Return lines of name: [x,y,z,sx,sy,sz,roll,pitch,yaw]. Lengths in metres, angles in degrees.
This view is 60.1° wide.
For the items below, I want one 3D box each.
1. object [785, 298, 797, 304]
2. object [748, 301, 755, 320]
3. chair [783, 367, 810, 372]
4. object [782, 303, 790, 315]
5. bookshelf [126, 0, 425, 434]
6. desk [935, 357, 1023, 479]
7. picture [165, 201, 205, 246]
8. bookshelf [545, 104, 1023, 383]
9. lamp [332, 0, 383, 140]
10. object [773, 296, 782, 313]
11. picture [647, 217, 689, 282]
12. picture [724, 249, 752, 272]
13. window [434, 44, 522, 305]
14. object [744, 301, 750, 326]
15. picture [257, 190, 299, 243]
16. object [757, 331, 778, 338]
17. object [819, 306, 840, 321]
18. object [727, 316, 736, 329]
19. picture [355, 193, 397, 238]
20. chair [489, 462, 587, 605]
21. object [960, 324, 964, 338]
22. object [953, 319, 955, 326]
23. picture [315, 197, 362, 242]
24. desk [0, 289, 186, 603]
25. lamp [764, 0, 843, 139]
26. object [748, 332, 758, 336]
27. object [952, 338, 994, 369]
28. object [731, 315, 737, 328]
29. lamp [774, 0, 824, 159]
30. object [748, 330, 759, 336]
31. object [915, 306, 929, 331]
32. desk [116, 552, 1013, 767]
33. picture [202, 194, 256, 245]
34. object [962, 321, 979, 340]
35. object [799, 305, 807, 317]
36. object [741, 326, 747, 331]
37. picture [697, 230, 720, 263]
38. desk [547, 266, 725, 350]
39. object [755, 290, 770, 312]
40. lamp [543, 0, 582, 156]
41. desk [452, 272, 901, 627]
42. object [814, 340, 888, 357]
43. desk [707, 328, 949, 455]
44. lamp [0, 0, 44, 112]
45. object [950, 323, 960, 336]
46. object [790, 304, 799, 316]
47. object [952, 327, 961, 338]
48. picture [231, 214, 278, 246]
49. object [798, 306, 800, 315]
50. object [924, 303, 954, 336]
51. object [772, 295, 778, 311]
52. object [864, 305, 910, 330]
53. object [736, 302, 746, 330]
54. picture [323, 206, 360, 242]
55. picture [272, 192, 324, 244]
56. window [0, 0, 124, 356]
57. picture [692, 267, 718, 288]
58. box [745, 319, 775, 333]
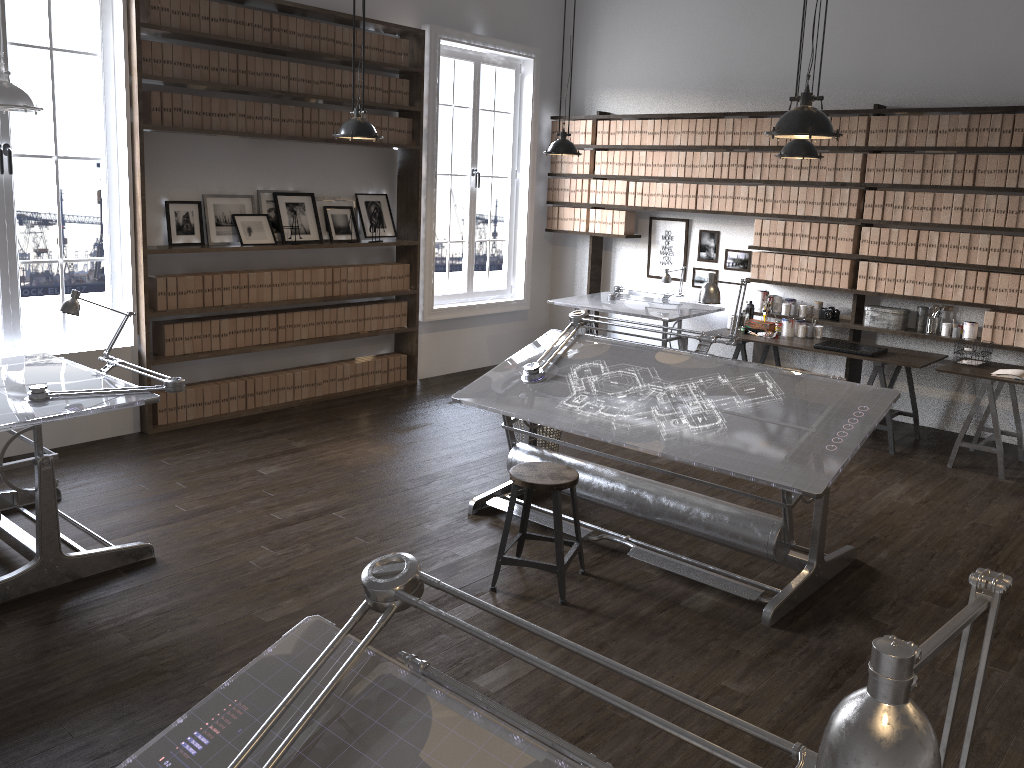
object: [2.332,-0.649,7.425,0.094,0.127,0.095,-1,12,-18]
object: [1.987,-0.580,7.404,0.069,0.227,0.068,10,13,37]
chair: [2.006,0.162,6.484,0.359,0.523,0.374,-7,14,-40]
object: [2.268,-0.618,7.336,0.062,0.093,0.062,8,12,26]
bookshelf: [-1.763,-0.978,6.874,0.414,3.690,2.484,11,14,40]
desk: [3.688,0.326,5.742,1.677,0.663,0.658,13,16,40]
picture: [-2.313,-1.136,6.266,0.058,0.312,0.268,11,14,40]
bookshelf: [3.881,-0.311,6.112,9.225,3.178,0.375,13,15,40]
lamp: [-0.910,-2.621,5.293,0.311,2.232,0.315,6,11,20]
object: [2.234,-0.670,7.456,0.070,0.129,0.071,0,11,-11]
picture: [1.447,-1.258,8.244,0.417,0.569,0.040,12,14,40]
picture: [1.989,-1.089,7.798,0.252,0.182,0.023,13,14,40]
window: [-0.367,-1.883,8.203,0.154,2.289,1.250,11,14,40]
object: [1.931,-0.572,7.340,0.069,0.235,0.068,10,13,37]
picture: [-1.783,-1.289,6.833,0.091,0.402,0.371,11,14,40]
object: [2.028,-0.399,7.031,0.132,0.050,0.199,-2,13,-19]
object: [2.548,-0.567,7.127,0.171,0.108,0.091,13,15,40]
object: [1.820,-0.508,7.333,0.068,0.103,0.069,-8,15,-44]
picture: [-1.149,-1.426,7.499,0.161,0.361,0.344,11,14,40]
chair: [0.135,0.652,3.997,0.359,0.523,0.374,6,12,19]
object: [3.318,-0.390,6.524,0.045,0.100,0.044,12,14,43]
object: [3.255,-0.413,6.509,0.041,0.124,0.008,8,12,29]
picture: [-1.427,-1.342,7.237,0.096,0.358,0.436,11,14,40]
desk: [-2.257,0.181,4.129,1.275,1.178,1.176,12,15,40]
lamp: [1.241,-2.112,3.447,0.313,2.232,0.313,-3,11,-28]
object: [1.932,-0.402,7.109,0.005,0.005,0.159,-1,13,-15]
object: [3.230,-0.218,6.205,0.205,0.159,0.285,12,16,40]
object: [1.864,-0.521,7.397,0.070,0.102,0.069,10,13,36]
lamp: [1.912,-2.568,5.568,0.311,2.232,0.315,6,11,20]
object: [1.939,-0.406,7.097,0.011,0.017,0.173,-1,13,-17]
object: [3.137,-0.497,6.782,0.079,0.186,0.079,6,11,19]
desk: [0.146,0.910,0.920,2.079,1.374,1.081,13,15,40]
picture: [-2.064,-1.207,6.514,0.083,0.362,0.417,11,14,40]
object: [3.341,-0.387,6.457,0.094,0.127,0.095,-8,15,-41]
object: [2.392,-0.600,7.278,0.062,0.093,0.062,8,12,26]
object: [1.901,-0.452,7.251,0.049,0.037,0.049,11,15,36]
picture: [1.770,-1.241,7.974,0.202,0.282,0.022,12,14,40]
desk: [1.124,-0.487,7.872,1.275,1.088,1.076,12,15,40]
object: [2.108,-0.695,7.465,0.107,0.175,0.108,12,15,42]
lamp: [0.446,-2.913,6.820,0.311,2.232,0.315,6,11,20]
desk: [0.714,0.093,4.609,2.292,1.374,1.081,13,15,40]
object: [2.507,-0.264,6.557,0.448,0.033,0.313,13,17,40]
desk: [2.363,0.013,6.880,1.677,0.663,0.658,13,16,40]
lamp: [-2.236,-2.333,3.788,0.311,2.232,0.315,6,11,20]
object: [3.291,-0.402,6.575,0.062,0.092,0.064,3,11,3]
object: [2.330,-0.607,7.302,0.063,0.092,0.063,8,12,26]
object: [3.312,-0.389,6.535,0.181,0.092,0.062,-6,14,-35]
picture: [-1.913,-1.146,6.587,0.145,0.227,0.301,12,15,40]
object: [2.388,-0.609,7.366,0.054,0.079,0.055,-2,12,-21]
object: [3.194,-0.508,6.624,0.182,0.269,0.157,7,12,25]
object: [2.235,-0.687,7.535,0.072,0.128,0.072,2,11,-2]
object: [2.903,-0.515,6.869,0.318,0.151,0.194,13,16,39]
object: [1.884,-0.558,7.287,0.069,0.227,0.068,10,13,37]
picture: [-1.389,-1.303,7.225,0.127,0.288,0.291,11,14,40]
picture: [-1.661,-1.290,6.894,0.149,0.388,0.375,11,14,40]
window: [-3.070,-1.331,5.329,0.154,2.475,1.489,11,14,40]
picture: [1.750,-0.956,8.030,0.252,0.182,0.023,13,14,40]
box: [2.033,-0.472,7.253,0.213,0.082,0.138,13,16,40]
